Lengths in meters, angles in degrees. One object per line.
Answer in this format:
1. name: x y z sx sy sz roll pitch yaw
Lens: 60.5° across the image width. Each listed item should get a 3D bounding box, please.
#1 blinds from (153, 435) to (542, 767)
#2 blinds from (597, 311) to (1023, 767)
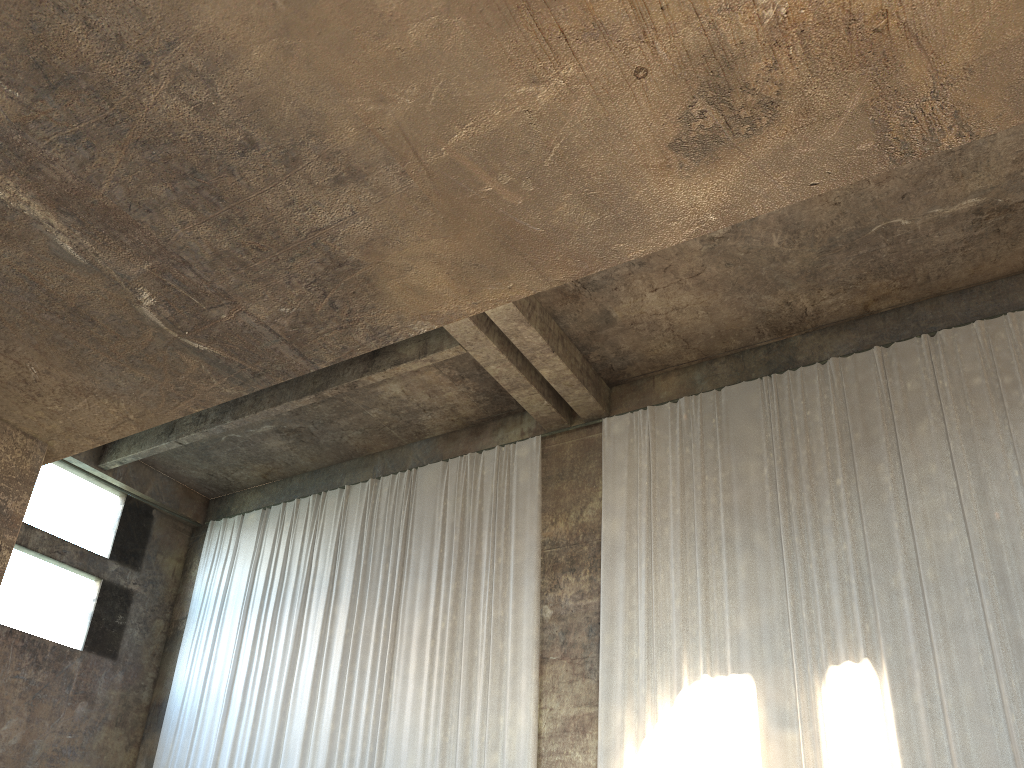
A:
1. blinds: -3.010 5.348 13.983 7.924 8.156 0.287 -15 -34 28
2. blinds: 4.457 3.121 9.896 7.938 8.156 0.287 -16 -34 29
